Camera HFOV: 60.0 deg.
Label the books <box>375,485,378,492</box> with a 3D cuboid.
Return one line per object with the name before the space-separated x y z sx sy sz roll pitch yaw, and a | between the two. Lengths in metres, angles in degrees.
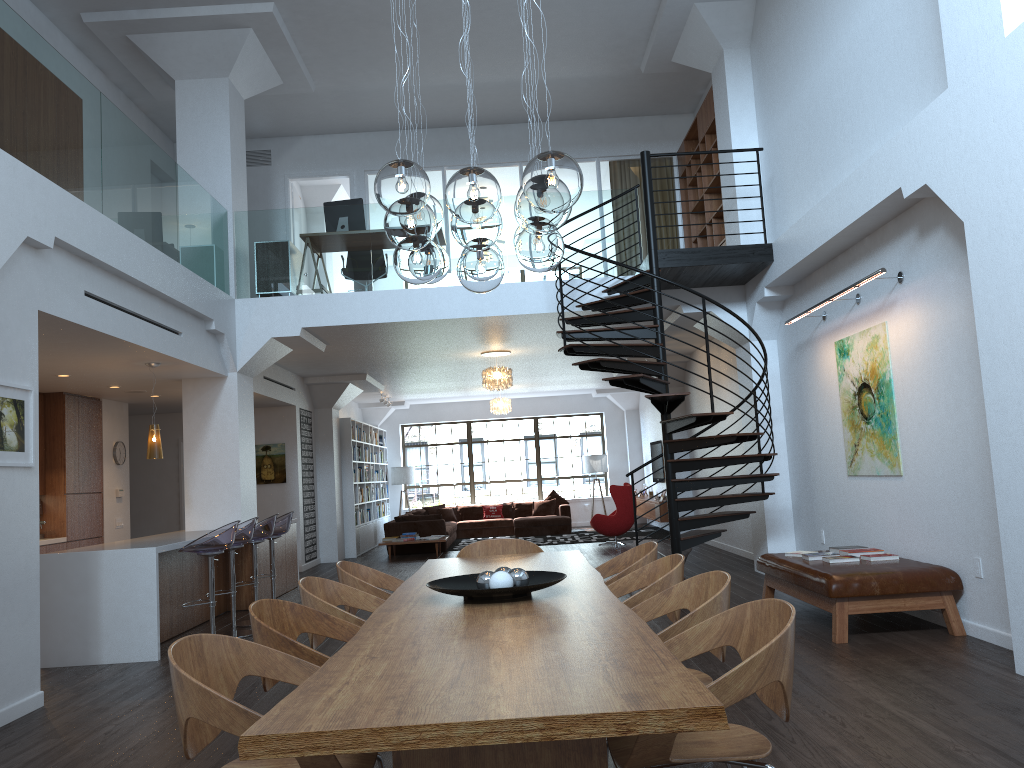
books | -2.853 2.239 18.252 0.176 0.293 0.125 -3 -6 -1

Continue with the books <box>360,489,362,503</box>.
books | -2.844 2.057 16.268 0.171 0.246 0.057 -3 -6 -1

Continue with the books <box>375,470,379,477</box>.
books | -2.861 1.926 18.562 0.140 0.231 0.042 -3 -6 -1

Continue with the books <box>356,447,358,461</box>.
books | -2.895 1.281 16.071 0.183 0.253 0.042 -3 -6 -1

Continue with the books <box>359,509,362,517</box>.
books | -2.828 2.423 16.198 0.180 0.259 0.042 -3 -6 -1

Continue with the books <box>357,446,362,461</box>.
books | -2.910 1.314 16.536 0.198 0.284 0.049 -3 -6 -1

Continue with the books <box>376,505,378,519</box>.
books | -2.834 2.596 18.000 0.198 0.284 0.066 -3 -6 -1

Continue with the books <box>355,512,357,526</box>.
books | -2.814 2.360 15.495 0.174 0.240 0.054 -3 -6 -1

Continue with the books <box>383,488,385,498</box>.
books | -2.854 2.374 19.261 0.168 0.228 0.139 -3 -6 -1

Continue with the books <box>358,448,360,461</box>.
books | -2.900 1.305 16.309 0.183 0.253 0.042 -3 -6 -1

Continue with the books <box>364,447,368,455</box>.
books | -2.895 1.383 17.253 0.176 0.290 0.053 -3 -6 -1

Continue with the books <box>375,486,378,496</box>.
books | -2.857 2.234 18.190 0.197 0.290 0.136 -3 -6 -1

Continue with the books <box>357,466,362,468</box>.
books | -2.868 1.687 16.524 0.176 0.294 0.102 -3 -6 -1

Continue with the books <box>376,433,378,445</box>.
books | -2.918 1.171 18.645 0.183 0.253 0.034 -3 -6 -1

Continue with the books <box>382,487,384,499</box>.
books | -2.854 2.338 19.039 0.183 0.253 0.042 -3 -6 -1

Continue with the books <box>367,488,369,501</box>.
books | -2.838 2.130 17.018 0.183 0.253 0.034 -3 -6 -1

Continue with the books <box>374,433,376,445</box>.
books | -2.918 1.150 18.394 0.171 0.246 0.057 -3 -6 -1

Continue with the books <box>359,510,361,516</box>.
books | -2.826 2.409 16.046 0.183 0.253 0.042 -3 -6 -1

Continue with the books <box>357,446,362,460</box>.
books | -2.894 1.315 16.588 0.176 0.291 0.053 -3 -6 -1

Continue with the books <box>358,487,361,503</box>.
books | -2.851 2.022 16.144 0.176 0.290 0.053 -3 -6 -1

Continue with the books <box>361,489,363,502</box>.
books | -2.847 2.062 16.350 0.183 0.253 0.034 -3 -6 -1

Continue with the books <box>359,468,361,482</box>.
books | -2.861 1.681 16.287 0.182 0.253 0.034 -3 -6 -1

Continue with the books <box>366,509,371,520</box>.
books | -2.823 2.546 17.263 0.140 0.231 0.042 -3 -6 -1

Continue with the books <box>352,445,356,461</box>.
books | -2.874 1.234 15.802 0.176 0.290 0.053 -3 -6 -1

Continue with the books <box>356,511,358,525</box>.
books | -2.824 2.374 15.689 0.180 0.251 0.048 -3 -6 -1

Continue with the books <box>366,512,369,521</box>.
books | -2.813 2.546 16.979 0.126 0.173 0.032 -3 -6 -1

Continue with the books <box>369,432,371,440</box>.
books | -2.922 1.086 17.791 0.160 0.251 0.031 -3 -6 -1

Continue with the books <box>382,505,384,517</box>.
books | -2.828 2.700 18.879 0.183 0.253 0.037 -3 -6 -1

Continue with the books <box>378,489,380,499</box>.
books | -2.842 2.295 18.463 0.161 0.222 0.084 -3 -6 -1

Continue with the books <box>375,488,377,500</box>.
books | -2.842 2.236 17.998 0.174 0.243 0.085 -3 -6 -1

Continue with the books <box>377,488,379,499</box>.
books | -2.846 2.271 18.337 0.174 0.242 0.105 -3 -6 -1

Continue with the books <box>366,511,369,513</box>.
books | -2.816 2.542 17.036 0.139 0.191 0.036 -3 -6 -1

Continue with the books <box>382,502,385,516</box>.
books | -2.816 2.695 19.052 0.140 0.298 0.044 -3 -6 -1

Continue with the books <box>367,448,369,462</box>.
books | -2.900 1.392 17.313 0.197 0.283 0.065 -3 -6 -1

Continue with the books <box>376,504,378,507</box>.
books | -2.826 2.604 18.110 0.176 0.290 0.053 -3 -6 -1

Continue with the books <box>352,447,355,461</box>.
books | -2.881 1.250 15.723 0.174 0.242 0.105 -3 -6 -1

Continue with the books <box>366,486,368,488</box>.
books | -2.848 2.116 17.055 0.176 0.290 0.036 -3 -6 -1

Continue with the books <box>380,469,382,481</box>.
books | -2.880 1.952 18.916 0.183 0.253 0.042 -3 -6 -1

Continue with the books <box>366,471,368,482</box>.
books | -2.862 1.781 17.024 0.161 0.207 0.135 -3 -6 -1

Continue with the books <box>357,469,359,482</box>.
books | -2.862 1.663 16.039 0.174 0.239 0.045 -3 -6 -1

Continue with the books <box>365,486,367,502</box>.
books | -2.845 2.088 16.784 0.176 0.290 0.053 -3 -6 -1

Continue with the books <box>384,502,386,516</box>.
books | -2.838 2.723 19.269 0.176 0.290 0.053 -3 -6 -1

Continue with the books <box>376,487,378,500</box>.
books | -2.839 2.241 18.085 0.182 0.253 0.098 -3 -6 -1

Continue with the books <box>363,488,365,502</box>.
books | -2.843 2.078 16.519 0.183 0.253 0.034 -3 -6 -1

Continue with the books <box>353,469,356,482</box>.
books | -2.853 1.639 15.767 0.140 0.231 0.042 -3 -6 -1

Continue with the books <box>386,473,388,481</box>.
books | -2.870 2.053 19.713 0.182 0.215 0.188 -3 -6 -1

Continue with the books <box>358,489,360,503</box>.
books | -2.847 2.035 16.060 0.171 0.246 0.057 -3 -6 -1

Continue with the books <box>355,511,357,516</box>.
books | -2.825 2.365 15.607 0.183 0.253 0.042 -3 -6 -1

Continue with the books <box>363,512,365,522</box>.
books | -2.823 2.453 16.373 0.174 0.236 0.142 -3 -6 -1

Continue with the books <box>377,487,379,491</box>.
books | -2.850 2.273 18.390 0.170 0.251 0.118 -3 -6 -1

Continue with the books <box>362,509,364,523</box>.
books | -2.822 2.435 16.284 0.183 0.253 0.042 -3 -6 -1
